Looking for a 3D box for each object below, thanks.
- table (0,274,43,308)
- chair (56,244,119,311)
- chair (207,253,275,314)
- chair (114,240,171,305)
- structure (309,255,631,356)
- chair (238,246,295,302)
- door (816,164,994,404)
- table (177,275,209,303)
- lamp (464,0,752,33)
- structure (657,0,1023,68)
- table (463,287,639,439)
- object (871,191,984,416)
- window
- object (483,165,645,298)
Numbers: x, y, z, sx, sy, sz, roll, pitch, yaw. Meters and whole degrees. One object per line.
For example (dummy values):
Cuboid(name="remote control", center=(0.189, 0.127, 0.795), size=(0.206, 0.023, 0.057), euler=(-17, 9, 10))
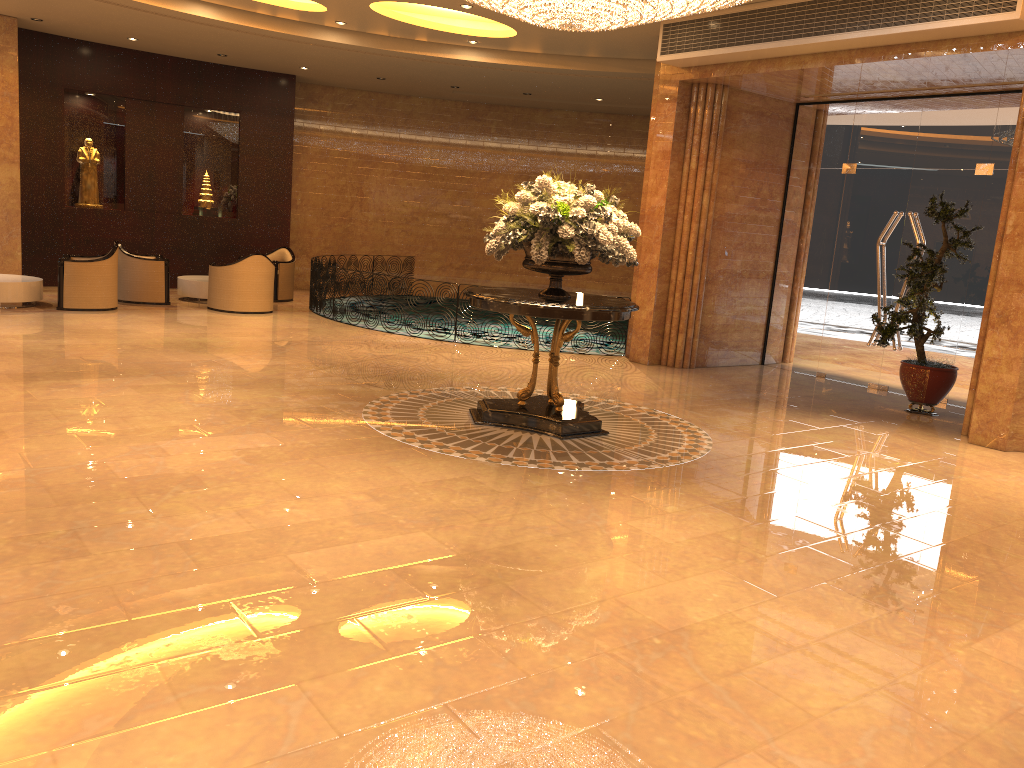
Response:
Cuboid(name="table", center=(-7.072, -1.275, 12.099), size=(1.196, 0.354, 1.196), euler=(3, 11, -12))
Cuboid(name="chair", center=(-5.936, -1.528, 12.440), size=(0.769, 0.916, 0.951), euler=(0, 11, -23))
Cuboid(name="chair", center=(-4.058, -1.564, 13.504), size=(0.951, 0.916, 0.769), euler=(-5, 14, -43))
Cuboid(name="chair", center=(-5.715, -1.735, 13.672), size=(0.769, 0.916, 0.951), euler=(-1, 12, -28))
Cuboid(name="structure", center=(-1.471, -1.460, 14.939), size=(3.815, 0.995, 7.624), euler=(1, 11, -20))
Cuboid(name="chair", center=(-4.239, -1.955, 15.553), size=(0.951, 0.916, 0.769), euler=(10, 12, 26))
Cuboid(name="door", center=(4.704, -1.288, 10.873), size=(0.195, 2.758, 1.880), euler=(-3, 13, -38))
Cuboid(name="table", center=(-4.872, -1.548, 14.602), size=(1.196, 0.354, 1.196), euler=(3, 11, -11))
Cuboid(name="lamp", center=(0.517, -3.433, 6.985), size=(3.206, 1.196, 3.204), euler=(5, 10, -2))
Cuboid(name="structure", center=(3.162, -3.687, 9.059), size=(0.425, 0.483, 4.113), euler=(-3, 13, -38))
Cuboid(name="table", center=(0.288, -0.212, 7.611), size=(1.493, 1.089, 1.493), euler=(-5, 15, -44))
Cuboid(name="object", center=(4.445, -0.863, 9.545), size=(0.843, 2.363, 1.250), euler=(11, 12, 31))
Cuboid(name="window", center=(4.734, -1.658, 10.806), size=(0.047, 3.571, 3.515), euler=(-3, 13, -38))
Cuboid(name="object", center=(0.408, -1.230, 7.413), size=(1.277, 0.999, 1.318), euler=(3, 10, -8))
